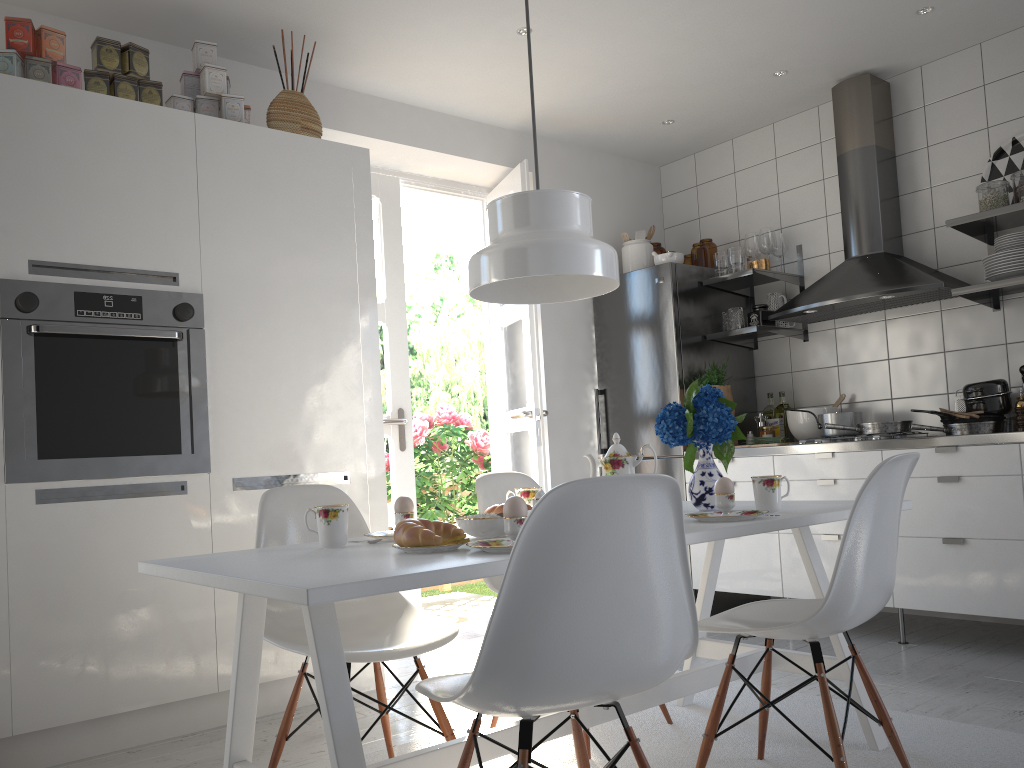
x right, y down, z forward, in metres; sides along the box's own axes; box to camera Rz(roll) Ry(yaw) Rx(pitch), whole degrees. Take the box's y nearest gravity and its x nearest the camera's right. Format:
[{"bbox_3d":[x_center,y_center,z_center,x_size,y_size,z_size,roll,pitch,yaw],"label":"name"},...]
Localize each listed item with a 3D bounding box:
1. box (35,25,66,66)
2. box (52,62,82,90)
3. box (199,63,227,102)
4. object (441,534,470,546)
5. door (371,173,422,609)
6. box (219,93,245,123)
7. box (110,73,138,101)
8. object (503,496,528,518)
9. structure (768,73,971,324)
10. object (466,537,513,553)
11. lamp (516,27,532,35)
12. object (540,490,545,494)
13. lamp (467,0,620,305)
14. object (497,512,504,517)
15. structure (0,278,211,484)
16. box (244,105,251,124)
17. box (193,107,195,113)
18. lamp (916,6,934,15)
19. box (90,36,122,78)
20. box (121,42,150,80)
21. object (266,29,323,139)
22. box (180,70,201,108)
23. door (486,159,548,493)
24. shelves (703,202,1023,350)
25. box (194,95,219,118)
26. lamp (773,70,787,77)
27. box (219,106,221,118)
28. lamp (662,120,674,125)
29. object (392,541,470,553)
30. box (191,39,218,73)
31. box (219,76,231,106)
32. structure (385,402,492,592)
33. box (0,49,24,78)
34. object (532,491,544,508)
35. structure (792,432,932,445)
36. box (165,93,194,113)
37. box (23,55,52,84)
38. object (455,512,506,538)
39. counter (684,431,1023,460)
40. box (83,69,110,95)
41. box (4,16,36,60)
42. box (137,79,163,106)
[{"bbox_3d":[-1.505,-1.091,2.884,0.081,0.110,0.081,-6,-5,40],"label":"box"},{"bbox_3d":[-1.463,-0.981,2.905,0.081,0.110,0.081,0,-5,-44],"label":"box"},{"bbox_3d":[-1.080,-1.086,3.207,0.081,0.110,0.081,-1,-4,-34],"label":"box"},{"bbox_3d":[-0.133,0.317,1.776,0.109,0.036,0.070,-4,-5,9],"label":"object"},{"bbox_3d":[-0.757,0.094,4.331,0.602,2.322,0.157,-1,-4,-39],"label":"door"},{"bbox_3d":[-1.013,-0.980,3.208,0.081,0.110,0.081,-2,-4,-24],"label":"box"},{"bbox_3d":[-1.319,-0.980,3.006,0.081,0.110,0.081,0,-5,-39],"label":"box"},{"bbox_3d":[0.007,0.249,1.725,0.048,0.063,0.048,-1,-4,-35],"label":"object"},{"bbox_3d":[1.607,-0.901,4.165,0.472,1.090,0.870,-1,-5,-39],"label":"structure"},{"bbox_3d":[0.011,0.313,1.721,0.201,0.016,0.201,-1,-6,-24],"label":"object"},{"bbox_3d":[0.049,-1.441,3.595,0.064,0.030,0.064,-8,-6,43],"label":"lamp"},{"bbox_3d":[0.069,0.291,2.004,0.065,0.102,0.069,0,-5,-39],"label":"object"},{"bbox_3d":[0.041,-0.889,2.228,0.373,1.320,0.374,-3,-3,-8],"label":"lamp"},{"bbox_3d":[-0.020,0.300,1.991,0.031,0.032,0.138,-4,-5,5],"label":"object"},{"bbox_3d":[-1.303,0.008,2.942,0.727,0.608,0.322,0,-5,-39],"label":"structure"},{"bbox_3d":[-1.015,-0.972,3.297,0.081,0.110,0.081,-2,-4,-24],"label":"box"},{"bbox_3d":[-1.201,-0.962,3.286,0.081,0.110,0.081,-4,-4,16],"label":"box"},{"bbox_3d":[1.684,-1.534,3.616,0.064,0.030,0.064,-8,-6,43],"label":"lamp"},{"bbox_3d":[-1.362,-1.090,2.974,0.081,0.110,0.081,0,-5,-39],"label":"box"},{"bbox_3d":[-1.292,-1.090,3.023,0.081,0.110,0.081,-5,-4,30],"label":"box"},{"bbox_3d":[-0.834,-1.116,3.381,0.229,0.451,0.091,-1,-4,-39],"label":"object"},{"bbox_3d":[-1.171,-1.077,3.253,0.081,0.110,0.081,-1,-4,-29],"label":"box"},{"bbox_3d":[0.030,0.073,4.609,0.156,2.322,0.603,-2,-3,-19],"label":"door"},{"bbox_3d":[1.955,-0.577,3.785,0.427,0.511,2.547,0,-6,-39],"label":"shelves"},{"bbox_3d":[-1.104,-0.975,3.209,0.081,0.110,0.081,-2,-4,-24],"label":"box"},{"bbox_3d":[1.253,-1.462,4.143,0.064,0.030,0.064,-8,-6,43],"label":"lamp"},{"bbox_3d":[-1.104,-0.967,3.298,0.081,0.110,0.081,-2,-4,-19],"label":"box"},{"bbox_3d":[0.822,-1.390,4.670,0.064,0.030,0.064,-8,-6,43],"label":"lamp"},{"bbox_3d":[-0.163,0.329,1.791,0.158,0.016,0.158,-5,-5,20],"label":"object"},{"bbox_3d":[-1.127,-1.189,3.252,0.081,0.110,0.081,-1,-4,-29],"label":"box"},{"bbox_3d":[-1.088,-1.078,3.295,0.081,0.110,0.081,-2,-4,-14],"label":"box"},{"bbox_3d":[-0.483,0.775,6.259,1.175,1.277,1.265,0,-5,-38],"label":"structure"},{"bbox_3d":[-1.588,-0.984,2.790,0.081,0.110,0.081,-3,-4,-9],"label":"box"},{"bbox_3d":[0.063,0.286,1.936,0.065,0.102,0.069,0,-5,-39],"label":"object"},{"bbox_3d":[1.597,0.246,4.045,0.490,0.029,0.468,1,-7,-39],"label":"structure"},{"bbox_3d":[-1.194,-0.971,3.185,0.081,0.110,0.081,0,-5,-39],"label":"box"},{"bbox_3d":[-1.526,-0.982,2.849,0.081,0.110,0.081,-1,-4,-34],"label":"box"},{"bbox_3d":[-0.050,0.324,2.039,0.158,0.058,0.158,-7,-6,40],"label":"object"},{"bbox_3d":[2.136,0.194,3.400,0.650,0.045,3.247,1,-7,-39],"label":"counter"},{"bbox_3d":[-1.386,-0.980,2.964,0.081,0.110,0.081,-2,-4,-24],"label":"box"},{"bbox_3d":[-1.562,-1.094,2.817,0.081,0.110,0.081,-2,-4,-19],"label":"box"},{"bbox_3d":[-1.250,-0.980,3.057,0.081,0.110,0.081,-1,-4,-29],"label":"box"}]
